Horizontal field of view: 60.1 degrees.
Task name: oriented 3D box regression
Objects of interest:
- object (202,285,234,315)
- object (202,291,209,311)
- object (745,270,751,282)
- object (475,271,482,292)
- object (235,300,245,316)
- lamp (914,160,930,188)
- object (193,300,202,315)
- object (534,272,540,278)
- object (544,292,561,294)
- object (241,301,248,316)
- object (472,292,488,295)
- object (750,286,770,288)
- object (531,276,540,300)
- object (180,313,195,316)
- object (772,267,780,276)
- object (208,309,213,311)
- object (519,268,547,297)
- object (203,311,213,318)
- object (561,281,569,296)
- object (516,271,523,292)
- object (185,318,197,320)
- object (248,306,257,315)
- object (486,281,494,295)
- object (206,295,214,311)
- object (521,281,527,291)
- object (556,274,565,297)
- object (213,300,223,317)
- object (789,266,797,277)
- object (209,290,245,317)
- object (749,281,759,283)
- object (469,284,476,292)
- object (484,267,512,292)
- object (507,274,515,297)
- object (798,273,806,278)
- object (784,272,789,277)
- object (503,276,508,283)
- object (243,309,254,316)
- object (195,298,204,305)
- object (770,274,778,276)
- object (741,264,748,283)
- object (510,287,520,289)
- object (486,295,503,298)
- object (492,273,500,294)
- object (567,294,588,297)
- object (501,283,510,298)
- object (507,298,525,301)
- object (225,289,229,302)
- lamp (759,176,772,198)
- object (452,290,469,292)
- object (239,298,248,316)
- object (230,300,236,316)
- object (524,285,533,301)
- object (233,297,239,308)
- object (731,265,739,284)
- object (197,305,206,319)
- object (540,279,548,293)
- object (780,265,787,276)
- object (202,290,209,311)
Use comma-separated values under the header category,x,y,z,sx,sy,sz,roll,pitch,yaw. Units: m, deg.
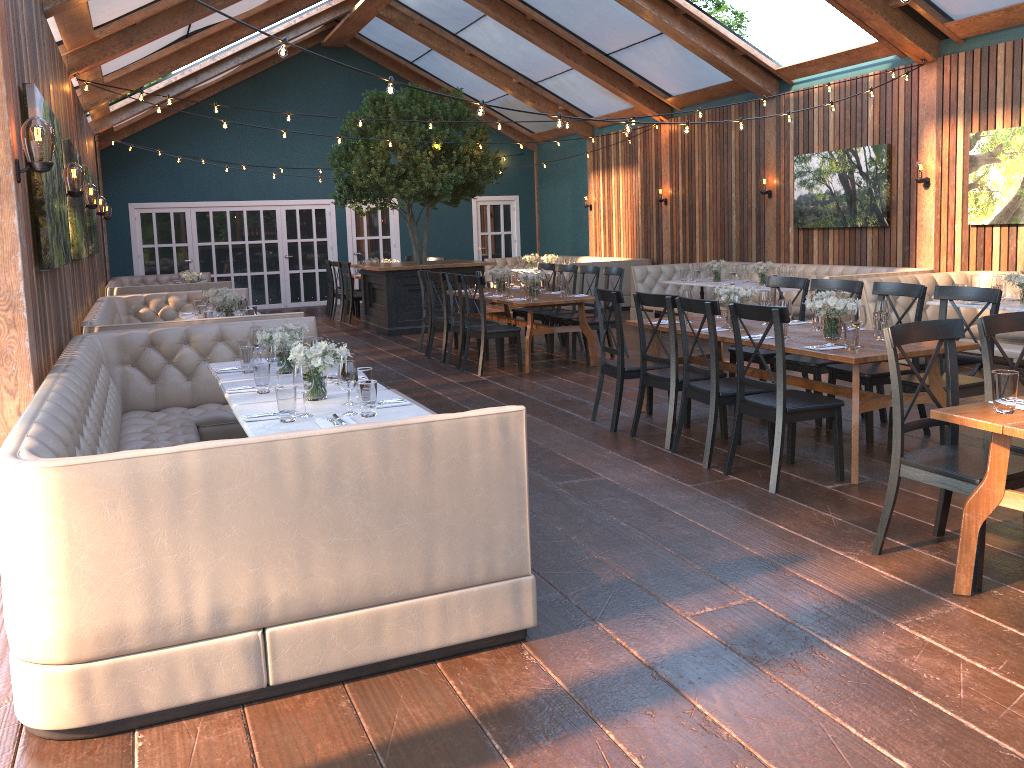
category,x,y,z,sx,sy,sz,roll,pitch,yaw
object,-3.124,-0.893,9.449,0.336,0.307,0.331,-4,8,-10
object,-3.311,-0.878,9.586,0.092,0.243,0.093,1,7,25
object,3.087,-1.417,11.627,0.092,0.157,0.092,-7,9,-36
object,-0.411,-1.258,10.843,0.092,0.243,0.093,1,7,25
object,-2.506,-0.655,8.166,0.092,0.243,0.093,1,7,25
lamp,4.727,-2.427,10.211,0.178,0.318,0.147,-5,8,-23
object,-3.377,-0.817,9.501,0.092,0.157,0.092,-7,9,-36
object,0.276,-1.148,10.075,0.092,0.243,0.093,0,7,20
object,0.467,-1.037,10.061,0.255,0.019,0.158,-6,11,-22
object,-2.786,-0.783,9.189,0.092,0.157,0.092,-7,9,-36
object,-0.343,-1.059,10.345,0.255,0.019,0.158,-6,11,-22
object,3.008,-1.170,10.642,0.255,0.019,0.158,-6,11,-22
object,0.246,-1.008,9.297,0.092,0.243,0.093,-4,7,-20
object,-3.483,-0.769,9.646,0.255,0.019,0.158,-6,11,-22
object,3.167,-1.280,10.596,0.092,0.243,0.093,-4,7,-20
object,-3.354,-0.836,9.999,0.158,0.019,0.257,-6,11,-22
object,0.230,-1.116,9.729,0.329,0.307,0.339,0,9,14
object,-2.764,-0.583,8.055,0.092,0.157,0.092,-7,9,-36
object,0.575,-1.039,9.654,0.092,0.157,0.092,0,7,14
object,0.099,-1.227,10.574,0.092,0.243,0.093,-5,7,-25
object,-3.182,-0.654,8.933,0.255,0.019,0.158,-6,11,-22
object,-2.492,-0.670,8.495,0.092,0.157,0.092,-7,9,-36
object,-0.247,-1.106,10.192,0.092,0.157,0.092,-4,8,-16
object,-3.023,-0.765,8.890,0.092,0.243,0.093,1,7,25
object,0.138,-1.208,10.673,0.092,0.157,0.092,-2,7,4
object,0.527,-1.065,9.564,0.092,0.243,0.093,-2,7,3
object,-2.711,-0.647,8.161,0.092,0.243,0.093,-4,7,-20
object,3.366,-1.290,10.610,0.092,0.243,0.093,1,7,25
object,-2.750,-0.750,8.569,0.336,0.307,0.332,-3,8,-6
object,3.197,-1.329,11.507,0.255,0.019,0.158,-6,11,-22
object,-0.478,-1.193,10.732,0.092,0.157,0.092,-3,7,-6
object,-0.152,-1.275,10.702,0.337,0.307,0.331,-6,9,-27
object,-0.006,-1.093,9.830,0.092,0.243,0.093,-4,7,-20
object,3.461,-1.241,10.559,0.092,0.157,0.092,0,7,14
object,3.380,-1.305,10.938,0.092,0.157,0.092,-7,9,-36
object,-0.065,-1.294,11.224,0.092,0.157,0.092,-2,7,4
object,-2.410,-0.606,8.115,0.092,0.157,0.092,0,7,14
object,-3.488,-0.881,9.884,0.092,0.157,0.092,-7,9,-36
object,3.113,-1.220,10.507,0.092,0.157,0.092,-7,9,-36
object,3.030,-1.440,11.529,0.092,0.243,0.093,1,7,25
object,0.027,-1.203,11.086,0.255,0.019,0.158,-6,11,-22
object,-0.155,-0.982,9.871,0.255,0.019,0.158,-6,11,-22
object,-0.188,-1.169,10.295,0.092,0.243,0.093,-5,7,-25
object,0.694,-0.950,9.523,0.255,0.019,0.158,-6,11,-22
object,-0.068,-1.026,9.706,0.092,0.157,0.092,-2,7,4
object,0.070,-0.895,9.336,0.255,0.019,0.158,-6,11,-22
object,-3.169,-0.926,9.827,0.092,0.243,0.093,1,7,25
lamp,3.649,-2.839,12.750,0.178,0.318,0.147,-5,8,-23
object,-0.596,-1.147,10.891,0.255,0.019,0.158,-6,11,-22
object,-2.549,-0.694,8.397,0.092,0.243,0.093,1,7,25
object,-2.847,-0.805,9.084,0.092,0.243,0.093,1,7,25
object,0.173,-0.941,9.175,0.092,0.157,0.092,0,7,14
object,-3.087,-0.902,9.922,0.092,0.157,0.092,-7,9,-36
object,2.853,-1.398,11.325,0.092,0.243,0.093,1,7,25
object,-3.079,-0.702,8.790,0.092,0.157,0.092,-7,9,-36
object,0.371,-1.127,10.193,0.092,0.157,0.092,3,9,33
object,3.323,-1.329,10.840,0.092,0.243,0.093,1,7,25
object,-3.391,-0.915,9.814,0.092,0.243,0.093,1,7,25
